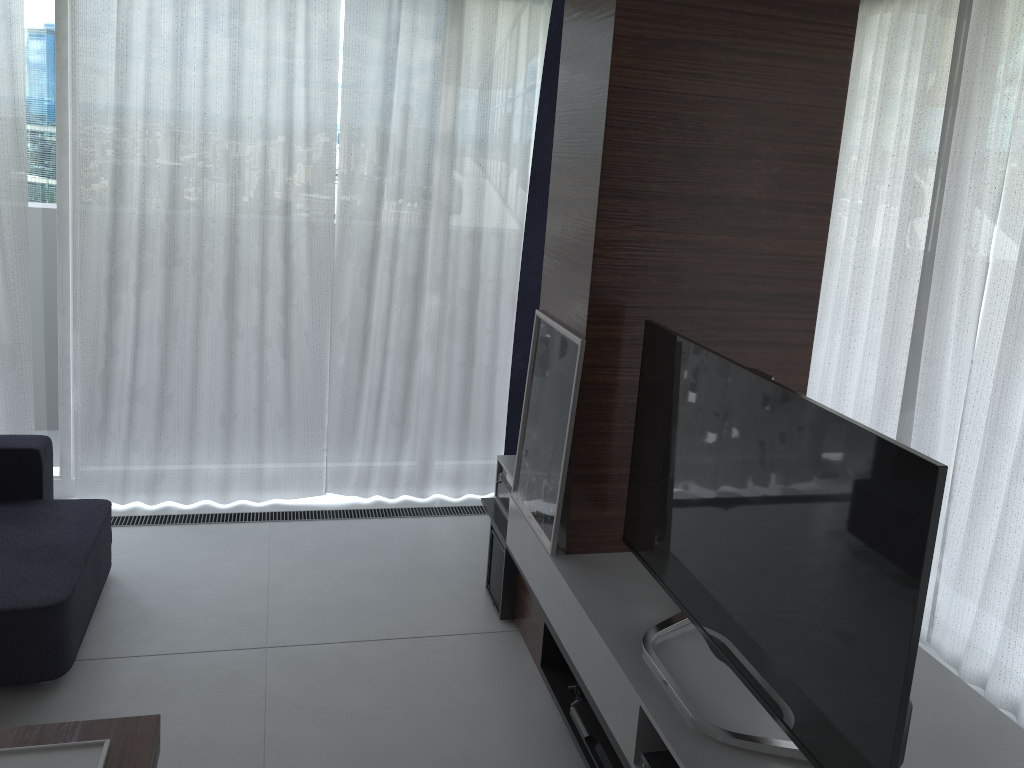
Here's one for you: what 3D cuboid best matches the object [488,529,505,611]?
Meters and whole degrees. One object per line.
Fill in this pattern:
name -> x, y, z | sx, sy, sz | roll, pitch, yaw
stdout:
object -> 0.057, 0.725, 3.478 | 0.254, 0.247, 0.217 | 1, 12, -15

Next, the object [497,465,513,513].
object -> 0.154, 0.448, 3.550 | 0.368, 0.148, 0.376 | 1, 14, -15

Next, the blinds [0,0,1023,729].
blinds -> -1.344, -0.069, 1.261 | 7.129, 2.728, 5.907 | 2, 14, -12

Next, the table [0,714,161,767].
table -> -1.154, 1.063, 1.688 | 0.805, 0.347, 0.815 | 1, 14, -15

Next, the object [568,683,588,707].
object -> 0.210, 0.941, 2.681 | 0.070, 0.036, 0.114 | 4, 14, -2

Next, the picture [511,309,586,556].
picture -> 0.110, 0.138, 2.971 | 0.053, 0.689, 0.509 | 2, 12, -15

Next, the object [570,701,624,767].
object -> 0.357, 0.994, 2.458 | 0.313, 0.066, 0.320 | 1, 15, -15

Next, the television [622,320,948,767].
television -> 0.547, 0.352, 2.112 | 0.297, 0.773, 1.253 | 2, 13, -15

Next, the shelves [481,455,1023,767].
shelves -> 0.580, 0.854, 2.711 | 0.872, 0.491, 2.393 | 1, 15, -15

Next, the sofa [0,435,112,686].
sofa -> -2.164, 0.766, 2.036 | 1.898, 0.598, 2.926 | 1, 15, -15

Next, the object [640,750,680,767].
object -> 0.516, 0.948, 1.923 | 0.335, 0.052, 0.438 | 1, 15, -15
